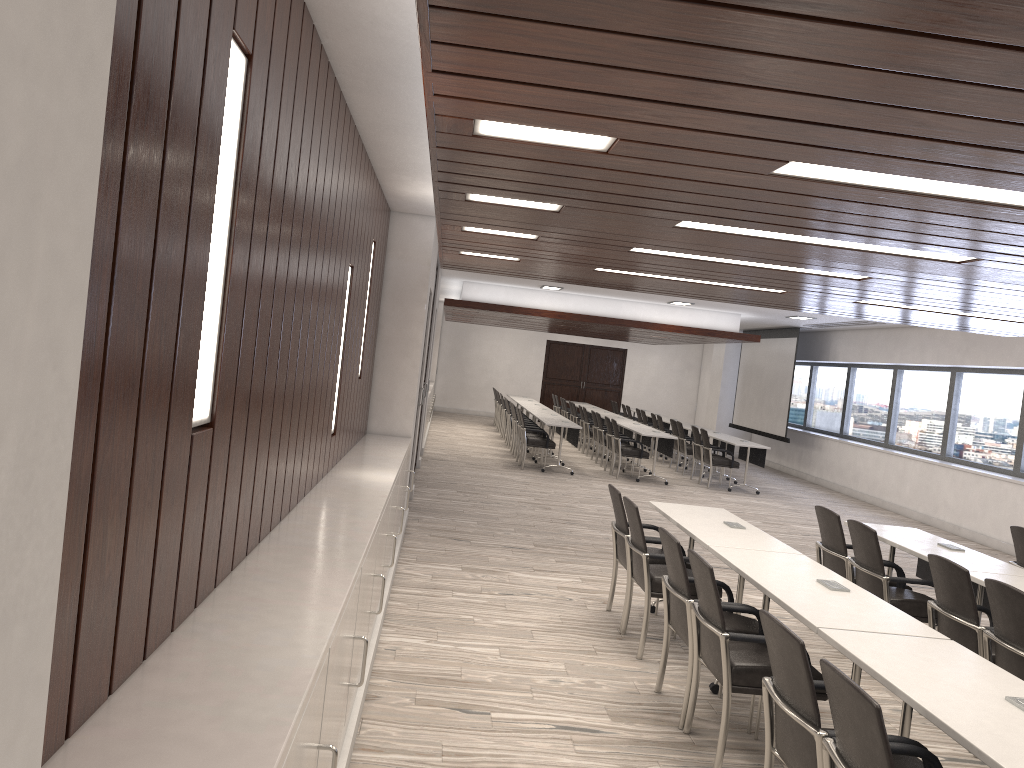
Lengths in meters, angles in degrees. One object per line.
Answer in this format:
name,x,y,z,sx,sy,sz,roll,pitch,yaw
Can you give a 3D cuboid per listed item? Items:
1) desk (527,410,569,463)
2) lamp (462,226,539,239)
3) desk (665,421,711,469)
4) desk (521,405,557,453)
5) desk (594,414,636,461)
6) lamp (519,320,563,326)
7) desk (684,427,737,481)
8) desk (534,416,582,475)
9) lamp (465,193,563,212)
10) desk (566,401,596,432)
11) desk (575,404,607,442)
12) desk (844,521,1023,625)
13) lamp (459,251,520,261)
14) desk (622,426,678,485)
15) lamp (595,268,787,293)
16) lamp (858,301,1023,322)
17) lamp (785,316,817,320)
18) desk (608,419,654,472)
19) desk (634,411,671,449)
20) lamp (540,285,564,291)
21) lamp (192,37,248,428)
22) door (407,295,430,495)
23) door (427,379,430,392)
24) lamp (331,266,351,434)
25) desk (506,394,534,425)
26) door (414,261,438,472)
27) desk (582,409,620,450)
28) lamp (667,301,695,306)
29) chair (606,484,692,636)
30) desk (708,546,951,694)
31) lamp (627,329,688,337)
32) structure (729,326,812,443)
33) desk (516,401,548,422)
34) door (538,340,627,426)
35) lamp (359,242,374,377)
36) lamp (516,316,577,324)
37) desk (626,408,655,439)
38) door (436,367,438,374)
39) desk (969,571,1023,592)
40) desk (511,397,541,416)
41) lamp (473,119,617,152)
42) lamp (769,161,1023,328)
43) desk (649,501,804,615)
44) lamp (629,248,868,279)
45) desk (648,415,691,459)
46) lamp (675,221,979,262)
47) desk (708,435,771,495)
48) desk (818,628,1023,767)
desk,0.597,0.935,15.999,0.577,0.795,1.509,6,2,-4
lamp,-0.068,-0.934,5.333,0.464,0.045,0.236,6,2,-4
desk,3.477,1.210,17.737,0.577,0.795,1.509,6,2,-4
desk,0.488,0.877,17.508,0.577,0.795,1.509,6,2,-4
desk,1.993,1.045,17.623,0.577,0.795,1.509,6,2,-4
lamp,0.600,-1.221,17.407,1.496,0.045,0.236,6,2,-4
desk,3.586,1.267,16.228,0.577,0.795,1.509,6,2,-4
desk,0.707,0.993,14.482,0.577,0.795,1.509,6,2,-4
lamp,0.012,-0.892,4.237,0.464,0.045,0.236,6,2,-4
desk,1.664,0.870,22.179,0.577,0.795,1.509,6,2,-4
desk,1.774,0.928,20.661,0.577,0.795,1.509,6,2,-4
desk,2.830,1.487,6.046,0.577,0.795,1.509,6,2,-4
lamp,-0.163,-0.984,6.648,0.464,0.045,0.236,6,2,-4
desk,2.212,1.160,14.597,0.577,0.795,1.509,6,2,-4
lamp,1.369,-0.814,6.766,1.496,0.045,0.236,6,2,-4
lamp,3.412,-0.586,6.922,1.496,0.045,0.236,6,2,-4
lamp,4.780,-1.144,14.652,0.324,0.120,0.519,6,2,-4
desk,2.102,1.102,16.115,0.577,0.795,1.509,6,2,-4
desk,3.258,1.093,20.775,0.577,0.795,1.509,6,2,-4
lamp,0.647,-1.604,14.335,0.324,0.120,0.519,6,2,-4
lamp,-0.860,-0.413,2.455,0.094,1.058,0.236,6,2,-4
door,-1.056,0.157,9.424,0.200,2.323,1.163,6,2,-4
door,-1.363,-0.006,13.680,0.200,2.323,1.163,6,2,-4
lamp,-1.118,-0.215,5.535,0.094,1.058,0.236,6,2,-4
desk,0.159,0.703,22.064,0.577,0.795,1.509,6,2,-4
door,-1.178,-0.205,11.546,0.200,2.889,2.327,6,2,-4
desk,1.884,0.986,19.141,0.577,0.795,1.509,6,2,-4
lamp,2.766,-1.368,14.497,0.324,0.120,0.519,6,2,-4
chair,0.942,1.197,6.164,0.638,0.939,0.513,6,2,-5
desk,1.434,1.378,4.414,0.577,0.795,1.509,6,2,-4
lamp,2.754,-0.935,16.028,1.496,0.045,0.236,6,2,-4
structure,5.250,-0.104,18.550,0.438,2.329,3.550,6,2,-4
desk,0.378,0.819,19.026,0.577,0.795,1.509,6,2,-4
door,2.000,0.030,25.202,2.329,2.323,0.200,6,2,-4
lamp,-1.177,-0.581,6.841,0.094,1.058,0.236,6,2,-4
lamp,0.711,-1.162,15.872,1.496,0.045,0.236,6,2,-4
desk,3.148,1.035,22.292,0.577,0.795,1.509,6,2,-4
door,-2.089,-0.390,23.729,0.200,2.323,1.163,6,2,-4
desk,2.939,1.545,4.529,0.577,0.795,1.509,6,2,-4
desk,0.268,0.761,20.546,0.577,0.795,1.509,6,2,-4
lamp,0.107,-0.842,2.921,0.464,0.045,0.236,6,2,-4
lamp,3.804,-0.873,9.434,1.469,0.552,14.295,7,2,18
desk,1.324,1.320,5.931,0.577,0.795,1.509,6,2,-4
lamp,1.464,-0.763,5.450,1.496,0.045,0.236,6,2,-4
desk,3.367,1.152,19.254,0.577,0.795,1.509,6,2,-4
lamp,1.544,-0.721,4.354,1.496,0.045,0.236,6,2,-4
desk,3.696,1.325,14.711,0.577,0.795,1.509,6,2,-4
desk,1.544,1.436,2.893,0.577,0.795,1.509,6,2,-4
